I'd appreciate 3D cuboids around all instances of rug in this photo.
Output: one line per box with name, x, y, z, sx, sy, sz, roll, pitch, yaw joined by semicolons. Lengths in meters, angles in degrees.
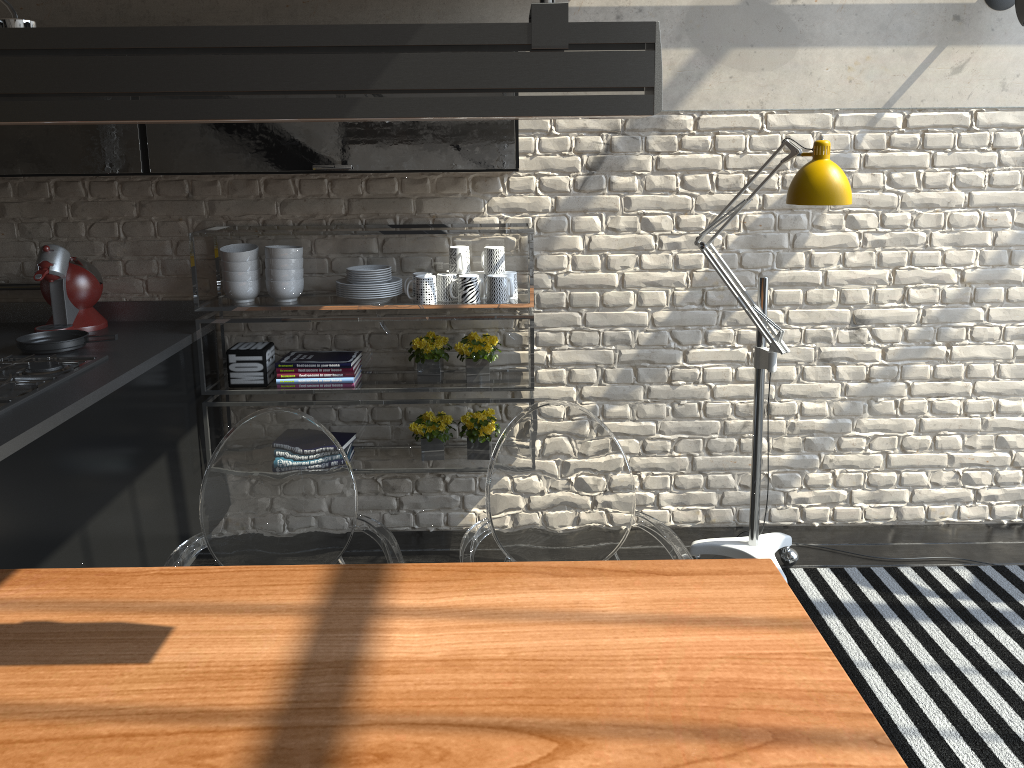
rug;2.479;1.127;1.711;3.493;0.004;3.450;-1;15;0

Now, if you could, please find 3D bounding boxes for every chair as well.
chair;0.141;0.570;2.122;0.540;0.928;0.597;-2;12;-5
chair;-0.527;0.586;2.089;0.541;0.928;0.597;-4;13;-15

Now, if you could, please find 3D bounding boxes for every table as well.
table;-0.782;0.857;1.471;2.672;0.724;0.940;-1;13;0

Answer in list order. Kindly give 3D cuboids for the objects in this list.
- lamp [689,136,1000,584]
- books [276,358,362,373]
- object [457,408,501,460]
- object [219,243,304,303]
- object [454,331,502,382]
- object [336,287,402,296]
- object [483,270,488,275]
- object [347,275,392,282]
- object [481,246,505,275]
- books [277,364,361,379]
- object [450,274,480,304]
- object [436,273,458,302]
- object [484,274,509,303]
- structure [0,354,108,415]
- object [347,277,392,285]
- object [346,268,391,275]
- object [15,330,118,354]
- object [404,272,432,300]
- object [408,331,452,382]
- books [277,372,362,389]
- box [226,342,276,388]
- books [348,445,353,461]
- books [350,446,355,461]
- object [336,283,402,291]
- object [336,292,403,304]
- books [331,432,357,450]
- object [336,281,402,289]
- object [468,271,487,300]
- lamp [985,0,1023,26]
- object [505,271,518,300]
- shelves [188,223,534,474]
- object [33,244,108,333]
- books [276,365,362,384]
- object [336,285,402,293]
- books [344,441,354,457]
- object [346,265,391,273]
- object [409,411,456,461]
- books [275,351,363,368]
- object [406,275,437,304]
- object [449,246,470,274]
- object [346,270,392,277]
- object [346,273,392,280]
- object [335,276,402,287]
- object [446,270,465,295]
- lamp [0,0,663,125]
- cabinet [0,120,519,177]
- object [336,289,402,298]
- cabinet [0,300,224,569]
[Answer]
lamp;1.400;-0.035;3.070;1.572;1.597;0.638;2;12;12
books;-0.748;-0.078;3.455;0.292;0.021;0.214;-1;15;0
object;-0.129;0.194;3.525;0.183;0.189;0.177;5;14;21
object;-0.952;-0.425;3.386;0.309;0.214;0.152;-1;13;-3
object;-0.131;-0.114;3.458;0.175;0.189;0.185;2;13;12
object;-0.546;-0.351;3.389;0.252;0.030;0.254;-10;17;-31
object;-0.084;-0.399;3.479;0.109;0.099;0.083;8;15;33
object;-0.545;-0.397;3.380;0.171;0.029;0.173;0;15;4
object;-0.069;-0.473;3.376;0.083;0.099;0.110;-3;13;-11
books;-0.747;-0.058;3.454;0.292;0.021;0.214;-1;15;-2
object;-0.172;-0.360;3.334;0.109;0.099;0.083;8;15;33
object;-0.249;-0.373;3.387;0.083;0.099;0.110;-3;13;-11
object;-0.057;-0.361;3.334;0.083;0.099;0.110;-3;13;-11
structure;-1.573;0.010;2.516;0.502;0.026;0.823;-1;15;0
object;-0.545;-0.388;3.382;0.171;0.029;0.173;0;15;4
object;-0.545;-0.422;3.375;0.171;0.029;0.173;0;15;4
object;-1.543;-0.140;3.029;0.311;0.049;0.229;7;16;27
object;-0.354;-0.378;3.414;0.109;0.099;0.083;8;15;33
object;-0.321;-0.111;3.455;0.183;0.189;0.177;5;14;21
books;-0.747;-0.020;3.461;0.292;0.021;0.214;-1;15;-1
box;-1.009;-0.075;3.432;0.150;0.148;0.152;-1;13;0
books;-0.778;0.274;3.499;0.278;0.023;0.204;-2;15;-6
books;-0.778;0.293;3.508;0.278;0.023;0.204;-1;15;-1
object;-0.546;-0.367;3.385;0.252;0.030;0.254;-10;17;-31
object;-0.546;-0.335;3.392;0.252;0.030;0.254;-10;17;-31
books;-0.779;0.230;3.500;0.278;0.023;0.204;2;15;9
object;-0.546;-0.374;3.384;0.252;0.030;0.254;-10;17;-31
object;-0.136;-0.378;3.402;0.083;0.099;0.110;2;14;13
lamp;1.889;-1.454;3.202;0.178;0.302;0.362;-5;14;-18
object;-0.022;-0.378;3.397;0.083;0.099;0.110;2;14;13
shelves;-0.544;-0.143;3.440;1.250;0.915;0.292;-1;12;0
object;-1.665;-0.362;3.324;0.220;0.336;0.354;-4;14;-16
books;-0.747;-0.037;3.451;0.292;0.021;0.214;-1;15;-1
object;-0.546;-0.359;3.387;0.252;0.030;0.254;-10;17;-31
books;-0.779;0.251;3.500;0.278;0.023;0.204;-1;15;-2
object;-0.546;-0.430;3.373;0.171;0.029;0.173;0;15;4
object;-0.312;0.197;3.519;0.175;0.189;0.185;2;13;12
books;-0.748;-0.096;3.446;0.292;0.021;0.214;0;15;2
object;-0.335;-0.358;3.333;0.109;0.099;0.083;8;15;33
object;-0.204;-0.472;3.376;0.083;0.099;0.110;2;14;13
object;-0.545;-0.414;3.377;0.171;0.029;0.173;0;15;4
object;-0.545;-0.405;3.378;0.171;0.029;0.173;0;15;4
object;-0.546;-0.382;3.382;0.252;0.030;0.254;-10;17;-31
object;-0.219;-0.395;3.473;0.083;0.099;0.110;-1;13;-1
lamp;-0.351;-0.793;1.134;1.088;0.879;0.126;-1;11;0
cabinet;-1.925;-0.969;3.215;3.893;0.416;0.405;-1;13;0
object;-0.546;-0.343;3.390;0.252;0.030;0.254;-10;17;-31
cabinet;-2.549;0.480;2.447;2.745;0.991;2.466;-1;14;0
